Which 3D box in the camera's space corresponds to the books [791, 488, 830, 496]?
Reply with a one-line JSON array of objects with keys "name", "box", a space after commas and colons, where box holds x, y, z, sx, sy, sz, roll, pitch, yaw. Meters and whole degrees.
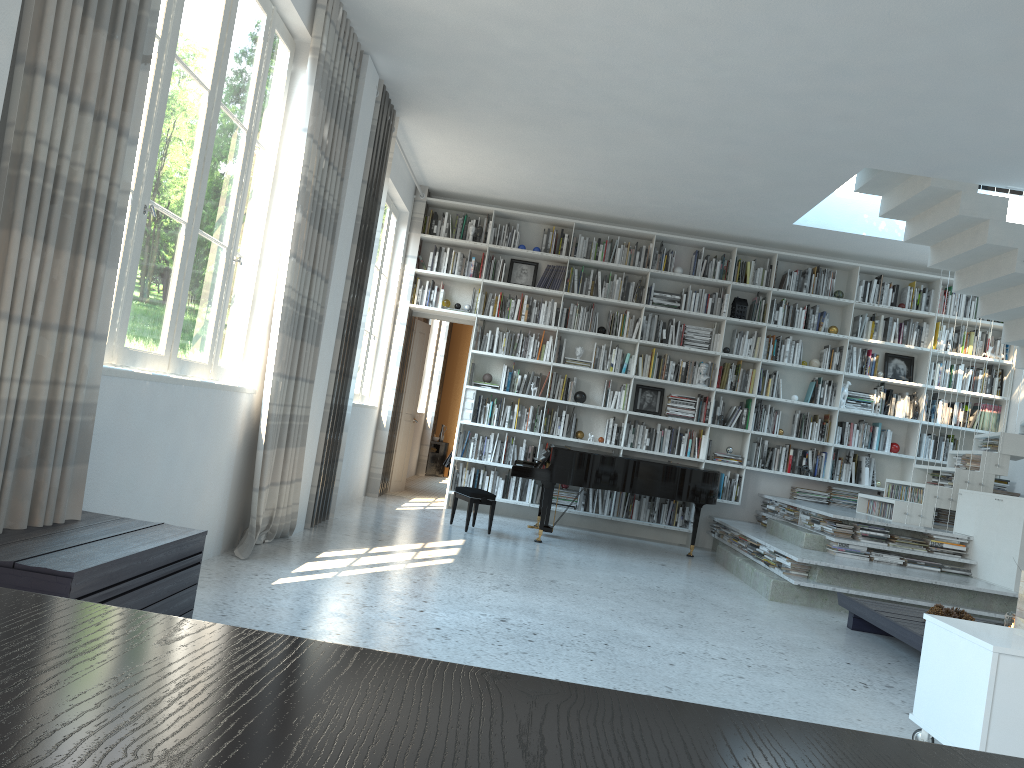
[{"name": "books", "box": [3.079, 1.116, 9.162, 0.345, 0.007, 0.193, 9, -3, 4]}]

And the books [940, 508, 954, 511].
[{"name": "books", "box": [4.562, 1.303, 9.118, 0.327, 0.008, 0.207, 9, -3, 7]}]

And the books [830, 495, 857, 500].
[{"name": "books", "box": [3.407, 1.169, 9.155, 0.285, 0.007, 0.159, 9, -3, 3]}]

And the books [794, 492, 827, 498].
[{"name": "books", "box": [3.074, 1.145, 9.153, 0.308, 0.008, 0.195, 9, -3, 7]}]

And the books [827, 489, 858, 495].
[{"name": "books", "box": [3.416, 1.113, 9.152, 0.285, 0.005, 0.159, 9, -3, -1]}]

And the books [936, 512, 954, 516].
[{"name": "books", "box": [4.554, 1.355, 9.122, 0.327, 0.008, 0.207, 9, -3, 5]}]

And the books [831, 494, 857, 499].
[{"name": "books", "box": [3.406, 1.156, 9.157, 0.254, 0.006, 0.161, 9, -3, 2]}]

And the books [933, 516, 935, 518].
[{"name": "books", "box": [4.151, 1.336, 9.134, 0.320, 0.009, 0.203, 9, -3, 1]}]

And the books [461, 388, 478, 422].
[{"name": "books", "box": [-0.443, 0.223, 9.221, 0.106, 0.340, 0.307, 9, -2, 2]}]

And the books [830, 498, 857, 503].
[{"name": "books", "box": [3.403, 1.196, 9.147, 0.285, 0.007, 0.159, 9, -3, -2]}]

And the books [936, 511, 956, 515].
[{"name": "books", "box": [4.556, 1.340, 9.120, 0.327, 0.008, 0.207, 9, -3, 8]}]

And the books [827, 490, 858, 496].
[{"name": "books", "box": [3.411, 1.123, 9.149, 0.285, 0.005, 0.159, 9, -3, -2]}]

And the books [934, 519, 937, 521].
[{"name": "books", "box": [4.146, 1.362, 9.122, 0.359, 0.009, 0.201, 9, -3, -3]}]

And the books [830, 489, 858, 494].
[{"name": "books", "box": [3.417, 1.108, 9.148, 0.254, 0.006, 0.161, 9, -3, -3]}]

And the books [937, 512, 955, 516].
[{"name": "books", "box": [4.556, 1.348, 9.125, 0.367, 0.007, 0.206, 9, -3, 10]}]

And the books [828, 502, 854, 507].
[{"name": "books", "box": [3.394, 1.243, 9.154, 0.254, 0.007, 0.161, 9, -3, 2]}]

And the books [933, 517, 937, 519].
[{"name": "books", "box": [4.149, 1.344, 9.128, 0.359, 0.009, 0.201, 9, -3, 5]}]

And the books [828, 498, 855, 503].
[{"name": "books", "box": [3.402, 1.202, 9.147, 0.254, 0.007, 0.161, 9, -3, -2]}]

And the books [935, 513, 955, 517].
[{"name": "books", "box": [4.553, 1.363, 9.122, 0.327, 0.008, 0.207, 9, -3, 9]}]

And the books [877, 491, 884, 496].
[{"name": "books", "box": [3.903, 1.143, 9.105, 0.204, 0.035, 0.267, 9, -3, 3]}]

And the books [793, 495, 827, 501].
[{"name": "books", "box": [3.065, 1.174, 9.160, 0.308, 0.008, 0.195, 9, -3, 4]}]

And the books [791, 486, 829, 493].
[{"name": "books", "box": [3.082, 1.094, 9.163, 0.345, 0.007, 0.193, 9, -3, 4]}]

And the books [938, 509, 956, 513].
[{"name": "books", "box": [4.561, 1.318, 9.126, 0.327, 0.008, 0.207, 9, -3, 4]}]

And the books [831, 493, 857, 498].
[{"name": "books", "box": [3.408, 1.145, 9.156, 0.254, 0.006, 0.161, 9, -3, 1]}]

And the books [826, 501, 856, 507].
[{"name": "books", "box": [3.395, 1.236, 9.152, 0.254, 0.007, 0.161, 9, -3, 3]}]

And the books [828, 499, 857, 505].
[{"name": "books", "box": [3.400, 1.216, 9.147, 0.254, 0.007, 0.161, 9, -3, -2]}]

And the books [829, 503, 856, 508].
[{"name": "books", "box": [3.392, 1.250, 9.146, 0.254, 0.007, 0.161, 9, -3, 6]}]

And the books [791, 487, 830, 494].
[{"name": "books", "box": [3.081, 1.101, 9.162, 0.345, 0.007, 0.193, 9, -3, 0]}]

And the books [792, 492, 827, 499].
[{"name": "books", "box": [3.070, 1.152, 9.166, 0.308, 0.008, 0.195, 9, -3, 2]}]

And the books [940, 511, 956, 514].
[{"name": "books", "box": [4.557, 1.333, 9.117, 0.327, 0.008, 0.207, 9, -3, 7]}]

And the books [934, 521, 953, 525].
[{"name": "books", "box": [4.539, 1.446, 9.119, 0.367, 0.007, 0.206, 9, -3, 5]}]

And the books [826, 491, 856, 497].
[{"name": "books", "box": [3.409, 1.139, 9.156, 0.285, 0.005, 0.159, 9, -3, 3]}]

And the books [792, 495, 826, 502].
[{"name": "books", "box": [3.064, 1.181, 9.154, 0.308, 0.008, 0.195, 9, -3, 6]}]

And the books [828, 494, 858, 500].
[{"name": "books", "box": [3.408, 1.162, 9.158, 0.285, 0.007, 0.159, 9, -3, 2]}]

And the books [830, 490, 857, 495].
[{"name": "books", "box": [3.415, 1.118, 9.150, 0.254, 0.006, 0.161, 9, -3, 6]}]

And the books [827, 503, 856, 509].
[{"name": "books", "box": [3.392, 1.257, 9.155, 0.285, 0.007, 0.159, 9, -3, 2]}]

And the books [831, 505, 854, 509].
[{"name": "books", "box": [3.390, 1.263, 9.147, 0.254, 0.007, 0.161, 9, -3, 5]}]

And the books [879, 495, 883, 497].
[{"name": "books", "box": [3.914, 1.174, 9.103, 0.159, 0.012, 0.285, 9, -3, -2]}]

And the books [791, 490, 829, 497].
[{"name": "books", "box": [3.076, 1.130, 9.161, 0.345, 0.007, 0.193, 9, -3, 4]}]

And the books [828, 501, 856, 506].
[{"name": "books", "box": [3.396, 1.229, 9.146, 0.285, 0.007, 0.159, 9, -3, -2]}]

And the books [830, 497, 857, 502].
[{"name": "books", "box": [3.404, 1.189, 9.154, 0.254, 0.007, 0.161, 9, -3, 3]}]

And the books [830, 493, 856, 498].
[{"name": "books", "box": [3.407, 1.150, 9.153, 0.285, 0.005, 0.159, 9, -3, 0]}]

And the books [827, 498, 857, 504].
[{"name": "books", "box": [3.401, 1.209, 9.151, 0.285, 0.007, 0.159, 9, -3, 4]}]

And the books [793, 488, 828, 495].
[{"name": "books", "box": [3.080, 1.108, 9.162, 0.308, 0.008, 0.195, 9, -3, 4]}]

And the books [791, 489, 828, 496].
[{"name": "books", "box": [3.077, 1.123, 9.153, 0.346, 0.007, 0.193, 9, -3, -3]}]

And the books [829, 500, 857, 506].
[{"name": "books", "box": [3.399, 1.223, 9.144, 0.285, 0.007, 0.159, 9, -3, 7]}]

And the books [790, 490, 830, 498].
[{"name": "books", "box": [3.075, 1.137, 9.158, 0.345, 0.007, 0.193, 9, -3, -1]}]

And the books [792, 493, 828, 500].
[{"name": "books", "box": [3.069, 1.159, 9.153, 0.308, 0.008, 0.195, 9, -3, -3]}]

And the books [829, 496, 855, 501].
[{"name": "books", "box": [3.405, 1.182, 9.145, 0.285, 0.007, 0.159, 9, -3, -3]}]

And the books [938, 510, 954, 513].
[{"name": "books", "box": [4.559, 1.325, 9.120, 0.367, 0.007, 0.206, 9, -3, 6]}]

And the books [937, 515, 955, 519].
[{"name": "books", "box": [4.550, 1.377, 9.119, 0.327, 0.008, 0.207, 9, -3, 6]}]

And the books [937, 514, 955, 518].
[{"name": "books", "box": [4.551, 1.370, 9.118, 0.367, 0.007, 0.206, 9, -3, 6]}]

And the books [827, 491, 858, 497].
[{"name": "books", "box": [3.410, 1.134, 9.156, 0.285, 0.005, 0.159, 9, -3, 1]}]

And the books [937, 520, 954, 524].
[{"name": "books", "box": [4.541, 1.431, 9.114, 0.327, 0.008, 0.207, 9, -3, 7]}]

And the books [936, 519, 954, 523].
[{"name": "books", "box": [4.543, 1.423, 9.120, 0.327, 0.008, 0.207, 9, -3, 5]}]

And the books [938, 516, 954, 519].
[{"name": "books", "box": [4.549, 1.385, 9.124, 0.367, 0.007, 0.206, 9, -3, 4]}]

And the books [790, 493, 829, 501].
[{"name": "books", "box": [3.068, 1.167, 9.160, 0.345, 0.007, 0.193, 9, -3, 0]}]

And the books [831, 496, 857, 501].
[{"name": "books", "box": [3.406, 1.176, 9.155, 0.254, 0.007, 0.161, 9, -3, 3]}]

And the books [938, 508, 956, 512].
[{"name": "books", "box": [4.562, 1.311, 9.129, 0.327, 0.008, 0.207, 9, -3, 11]}]
